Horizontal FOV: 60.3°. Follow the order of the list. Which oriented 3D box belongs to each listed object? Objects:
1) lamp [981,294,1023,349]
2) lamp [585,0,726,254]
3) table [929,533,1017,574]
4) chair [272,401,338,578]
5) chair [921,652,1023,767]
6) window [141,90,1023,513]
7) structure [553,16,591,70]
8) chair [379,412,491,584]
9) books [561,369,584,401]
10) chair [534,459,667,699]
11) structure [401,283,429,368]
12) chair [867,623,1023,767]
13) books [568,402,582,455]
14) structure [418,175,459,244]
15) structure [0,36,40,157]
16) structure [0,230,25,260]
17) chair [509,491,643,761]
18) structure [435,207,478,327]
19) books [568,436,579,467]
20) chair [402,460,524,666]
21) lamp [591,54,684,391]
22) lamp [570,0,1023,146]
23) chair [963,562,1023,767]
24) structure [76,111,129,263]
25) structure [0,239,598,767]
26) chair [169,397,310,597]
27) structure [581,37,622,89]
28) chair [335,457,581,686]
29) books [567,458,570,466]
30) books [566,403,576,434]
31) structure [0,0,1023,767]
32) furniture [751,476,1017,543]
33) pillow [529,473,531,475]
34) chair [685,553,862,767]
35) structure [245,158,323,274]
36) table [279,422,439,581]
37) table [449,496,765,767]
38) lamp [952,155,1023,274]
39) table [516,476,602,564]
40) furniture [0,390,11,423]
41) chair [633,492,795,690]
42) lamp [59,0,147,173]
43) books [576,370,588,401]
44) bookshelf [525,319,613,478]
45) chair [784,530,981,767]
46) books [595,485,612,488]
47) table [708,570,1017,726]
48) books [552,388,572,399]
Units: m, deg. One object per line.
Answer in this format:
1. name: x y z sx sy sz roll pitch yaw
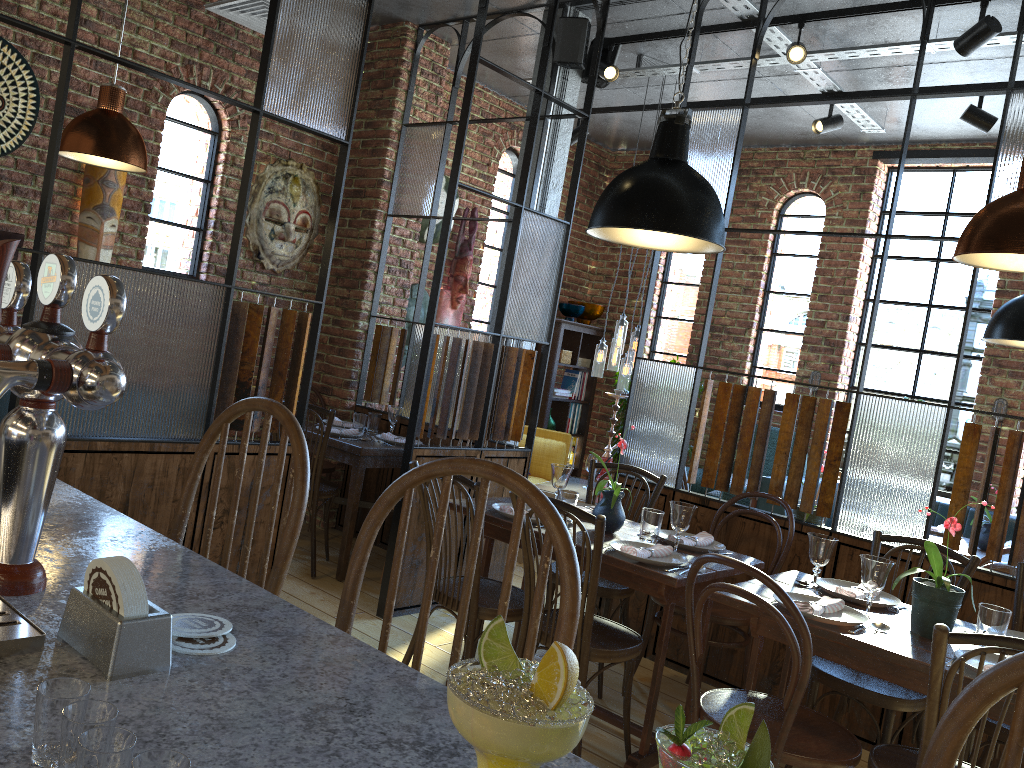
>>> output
1. lamp: 3.075 -0.865 4.970 0.506 1.326 0.552 8 2 -33
2. lamp: 0.657 -1.201 3.364 0.505 1.326 0.554 8 2 -38
3. table: 2.734 1.300 5.058 1.615 0.661 0.784 11 3 40
4. chair: -1.147 0.533 4.785 0.409 0.915 0.517 10 2 4
5. chair: 0.388 0.820 0.747 0.395 1.195 0.453 8 2 -31
6. window: 2.201 -0.531 6.038 8.658 2.429 3.389 10 2 8
7. structure: 0.334 -1.891 4.895 0.169 0.267 0.180 10 2 13
8. chair: -0.403 0.618 4.808 0.469 1.005 0.514 11 2 26
9. books: 0.522 0.003 7.848 0.171 0.258 0.118 11 2 40
10. chair: 0.377 0.822 3.914 0.421 0.915 0.502 10 2 24
11. structure: -0.753 -0.422 6.450 0.109 0.639 0.349 11 2 41
12. chair: 1.119 1.017 2.204 0.416 0.915 0.508 10 2 14
13. books: 0.363 0.432 7.739 0.200 0.574 0.559 11 3 38
14. structure: -0.579 -1.288 6.456 0.154 0.521 0.506 11 3 39
15. structure: -2.547 -1.375 4.141 0.083 0.619 0.631 11 3 37
16. structure: -2.565 -0.433 4.303 0.168 0.655 0.248 11 2 40
17. chair: 0.212 0.833 3.003 0.425 0.915 0.496 11 2 40
18. structure: -0.437 -0.801 6.825 0.226 1.146 0.228 9 2 -4
19. books: 0.489 0.598 7.936 0.199 0.272 0.080 11 2 40
20. chair: -0.144 0.763 3.251 0.425 0.915 0.496 11 3 45
21. lamp: 0.783 -1.021 5.794 0.485 2.119 0.299 9 2 -24
22. lamp: 0.995 -1.630 2.251 7.580 0.274 5.965 11 3 40
23. chair: 1.728 1.089 2.904 0.425 0.915 0.496 11 3 45
24. structure: -2.165 -0.920 4.673 0.098 1.120 0.221 11 2 40
25. structure: -0.691 0.153 0.461 2.453 2.173 1.657 11 3 40
26. chair: -0.694 0.603 1.644 0.456 1.195 0.392 11 3 44
27. structure: 0.518 -1.869 5.115 0.182 0.267 0.168 9 2 -9
28. chair: -0.230 0.697 1.242 0.455 1.195 0.393 11 2 34
29. books: 0.333 0.674 7.719 0.256 0.088 0.288 12 3 42
30. books: 0.455 0.291 7.817 0.181 0.272 0.081 11 2 40
31. structure: 0.743 -0.245 1.803 6.069 3.325 5.811 10 2 24
32. furniture: 2.919 1.240 5.249 2.739 0.822 1.300 11 3 40
33. pillow: -0.302 0.484 6.394 0.417 0.453 1.435 11 3 26
34. chair: 0.706 0.938 2.461 0.526 0.920 0.457 8 2 -33
35. structure: -1.410 -1.051 5.536 0.133 0.726 0.561 11 3 39
36. table: -0.912 0.657 5.146 0.787 0.727 0.714 11 3 40
37. table: 0.285 0.926 3.449 1.081 0.727 0.693 11 3 40
38. lamp: 1.603 -1.004 2.542 0.377 1.334 0.360 10 2 13
39. table: 0.571 0.982 5.917 0.780 0.508 0.900 10 2 25
40. furniture: -2.261 0.442 3.713 1.564 0.822 1.374 11 3 40
41. chair: 0.851 0.909 3.738 0.526 0.920 0.457 8 2 -33
42. lamp: -1.607 -1.585 3.675 0.385 1.334 0.352 11 2 33
43. books: 0.591 0.012 7.917 0.186 0.257 0.076 11 2 40
44. bookshelf: 0.395 0.288 7.733 0.332 1.667 0.777 11 2 40
45. chair: 1.296 1.008 3.115 0.425 0.915 0.496 11 3 45
46. books: 0.731 0.731 6.067 0.263 0.028 0.167 8 3 -25
47. table: 1.173 1.105 2.680 1.081 0.727 0.693 11 3 40
48. books: 0.378 0.077 7.664 0.187 0.080 0.256 11 3 40
